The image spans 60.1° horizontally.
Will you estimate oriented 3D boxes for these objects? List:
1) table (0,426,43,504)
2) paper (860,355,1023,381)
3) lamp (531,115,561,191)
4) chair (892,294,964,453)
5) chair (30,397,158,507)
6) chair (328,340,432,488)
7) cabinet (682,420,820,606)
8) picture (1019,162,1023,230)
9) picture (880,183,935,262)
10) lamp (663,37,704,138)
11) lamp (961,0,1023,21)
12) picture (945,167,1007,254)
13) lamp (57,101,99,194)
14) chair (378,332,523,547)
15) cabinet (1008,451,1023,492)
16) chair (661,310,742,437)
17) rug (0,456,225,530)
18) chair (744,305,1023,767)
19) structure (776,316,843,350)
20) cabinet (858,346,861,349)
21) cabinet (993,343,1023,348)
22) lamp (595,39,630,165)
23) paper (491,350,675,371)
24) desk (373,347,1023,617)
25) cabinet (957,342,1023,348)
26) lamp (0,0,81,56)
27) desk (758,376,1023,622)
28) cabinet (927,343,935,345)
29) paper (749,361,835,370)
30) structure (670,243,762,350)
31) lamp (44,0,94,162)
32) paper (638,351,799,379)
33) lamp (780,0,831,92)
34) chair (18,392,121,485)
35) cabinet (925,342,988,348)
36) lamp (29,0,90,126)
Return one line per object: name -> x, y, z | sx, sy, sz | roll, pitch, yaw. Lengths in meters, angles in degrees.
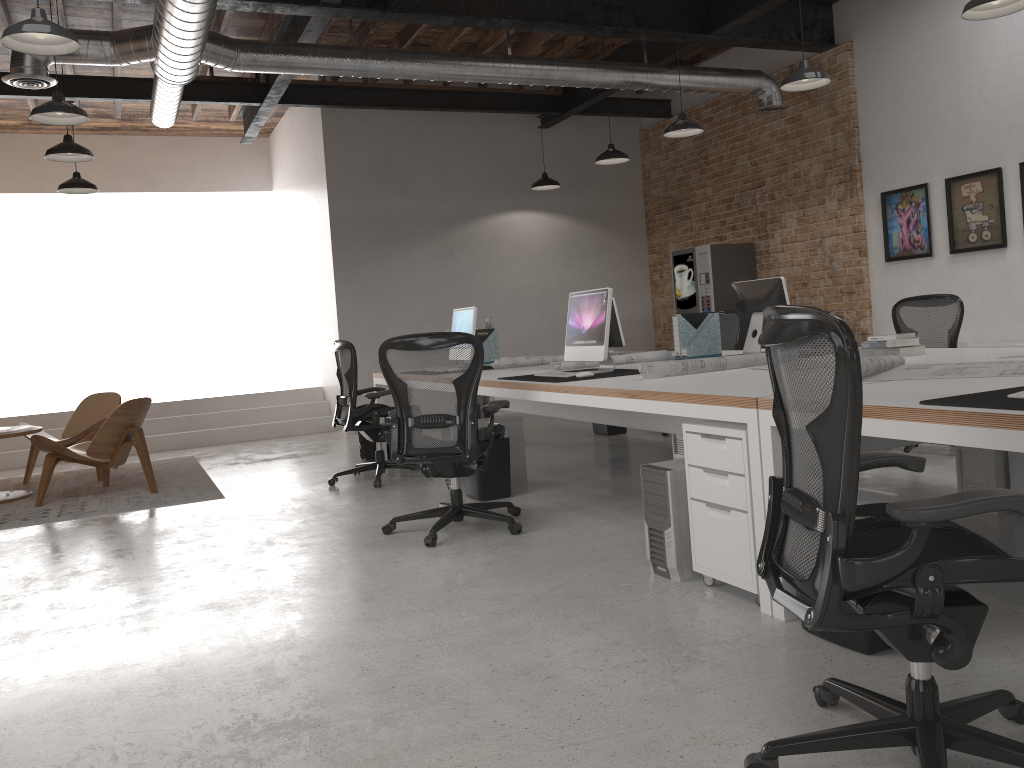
table -> -4.230, 0.663, 7.144 | 0.828, 0.570, 0.825 | -6, 3, -36
paper -> 1.925, -0.099, 3.507 | 1.073, 0.105, 0.978 | -2, 4, 30
lamp -> 0.370, -2.762, 10.548 | 0.361, 0.855, 0.363 | -3, 2, 44
chair -> 2.758, -0.063, 6.081 | 0.794, 1.085, 0.769 | -6, 2, -40
chair -> -3.317, 0.512, 6.947 | 0.866, 0.751, 0.859 | -2, 3, 43
chair -> -1.058, 0.184, 6.783 | 0.794, 1.085, 0.769 | -6, 2, -40
cabinet -> 0.986, 0.463, 3.432 | 0.460, 0.647, 0.387 | -5, 2, -24
picture -> 4.162, -1.420, 6.783 | 0.042, 0.652, 0.524 | -5, 2, -24
picture -> 3.596, -1.459, 8.061 | 0.042, 0.652, 0.524 | -5, 2, -24
lamp -> 1.513, -2.683, 7.970 | 0.361, 0.855, 0.363 | -3, 2, 44
lamp -> 2.773, -2.596, 5.125 | 0.362, 0.855, 0.362 | -5, 1, -6
picture -> 3.882, -1.439, 7.415 | 0.042, 0.652, 0.524 | -5, 2, -24
lamp -> -4.207, -2.281, 8.512 | 0.361, 0.855, 0.363 | -3, 2, 44
chair -> -0.368, 0.256, 4.843 | 0.770, 1.085, 0.793 | -4, 2, 0
cabinet -> 2.673, 0.286, 4.181 | 0.460, 0.647, 0.387 | -5, 2, -24
chair -> 1.726, -0.094, 7.796 | 0.794, 1.085, 0.769 | -6, 2, -40
rug -> -3.927, 0.917, 7.240 | 2.733, 0.004, 2.996 | -6, 4, -24
chair -> 0.892, 0.341, 2.036 | 0.793, 1.085, 0.770 | -5, 2, -15
structure -> 2.951, -0.253, 9.018 | 0.504, 1.056, 1.058 | -5, 2, -24
cabinet -> 3.405, -0.031, 8.216 | 0.460, 0.647, 0.387 | -5, 2, -24
cabinet -> 4.038, 0.013, 6.788 | 0.460, 0.647, 0.387 | -5, 2, -24
lamp -> 0.982, -2.971, 9.121 | 0.361, 1.362, 0.363 | -3, 1, 44
paper -> 0.490, -0.176, 6.390 | 0.977, 0.105, 1.075 | -6, 4, -26
desk -> 0.898, 0.249, 5.898 | 2.316, 0.769, 5.110 | -6, 4, -24
cabinet -> 3.877, 0.003, 7.144 | 0.460, 0.647, 0.387 | -5, 2, -24
lamp -> -2.455, -2.411, 4.513 | 0.362, 1.362, 0.362 | -4, 1, -6
desk -> 2.971, 0.393, 1.218 | 2.316, 0.769, 5.110 | -6, 4, -24
cabinet -> 3.563, -0.020, 7.859 | 0.460, 0.647, 0.387 | -5, 2, -24
paper -> 1.478, -0.095, 4.461 | 0.485, 0.001, 0.429 | -5, 4, -16
structure -> 2.327, -0.652, 10.097 | 0.639, 1.809, 0.750 | -5, 1, -24
lamp -> -3.595, -2.490, 7.085 | 0.361, 1.362, 0.363 | -3, 1, 44
paper -> 1.136, -0.116, 4.679 | 1.136, 0.082, 0.083 | -6, 3, -29
lamp -> 2.122, -2.892, 6.549 | 0.362, 1.362, 0.362 | -4, 1, -6
chair -> -3.928, 0.486, 8.084 | 0.855, 0.751, 0.869 | -2, 3, 43
cabinet -> 3.722, -0.009, 7.502 | 0.460, 0.647, 0.387 | -5, 2, -24
lamp -> -3.064, -2.202, 5.934 | 0.361, 0.855, 0.363 | -3, 2, 44
